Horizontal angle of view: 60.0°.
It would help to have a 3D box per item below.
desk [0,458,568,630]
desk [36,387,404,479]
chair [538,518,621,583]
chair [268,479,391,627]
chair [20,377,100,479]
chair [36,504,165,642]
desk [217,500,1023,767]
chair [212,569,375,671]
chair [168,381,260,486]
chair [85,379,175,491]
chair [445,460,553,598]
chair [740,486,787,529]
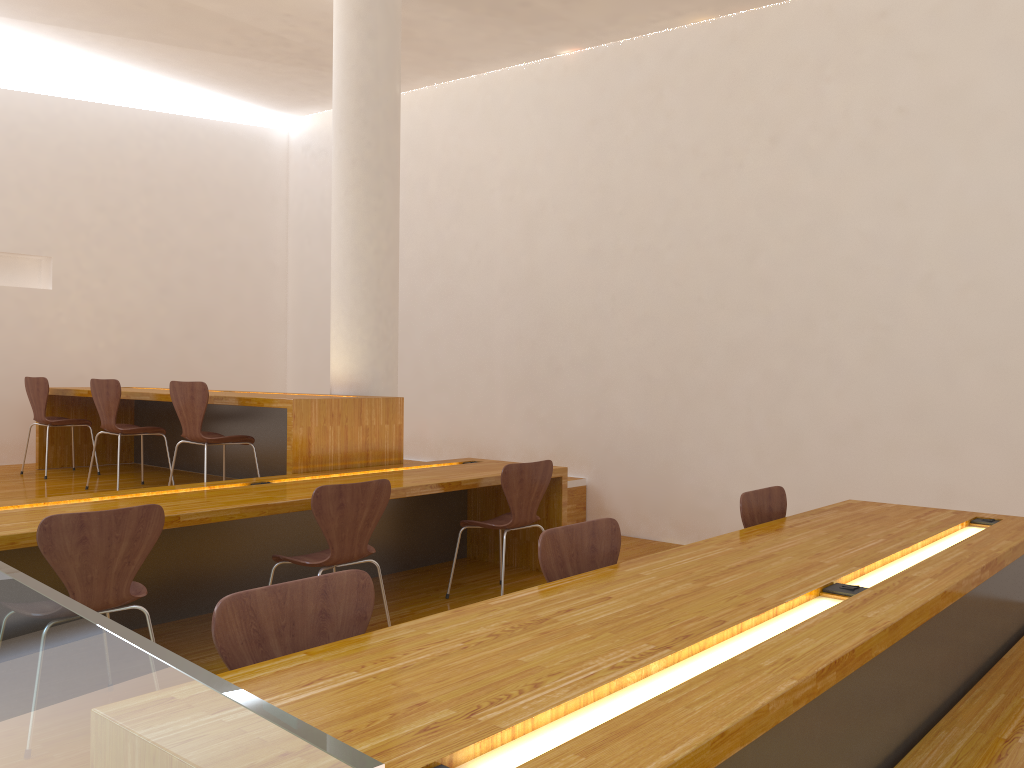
[{"bbox_3d":[-1.015,0.765,4.014,0.760,0.606,3.185,1,1,41],"label":"desk"},{"bbox_3d":[-2.076,0.353,5.828,3.185,0.606,0.760,1,1,41],"label":"desk"},{"bbox_3d":[0.320,0.750,2.441,0.381,0.693,0.428,1,1,41],"label":"chair"},{"bbox_3d":[-0.748,0.725,3.574,0.381,0.693,0.428,1,1,41],"label":"chair"},{"bbox_3d":[-3.196,0.297,6.278,0.428,0.693,0.381,1,1,41],"label":"chair"},{"bbox_3d":[-1.381,0.726,2.837,0.381,0.693,0.428,1,1,41],"label":"chair"},{"bbox_3d":[0.869,0.964,2.147,1.285,0.918,3.236,1,1,41],"label":"desk"},{"bbox_3d":[-0.312,0.752,1.704,0.381,0.693,0.428,1,1,41],"label":"chair"},{"bbox_3d":[-1.634,0.331,4.888,0.428,0.693,0.381,1,1,41],"label":"chair"},{"bbox_3d":[-2.371,0.315,5.520,0.428,0.693,0.381,1,1,41],"label":"chair"},{"bbox_3d":[-0.049,0.723,4.448,0.381,0.693,0.428,1,1,41],"label":"chair"},{"bbox_3d":[1.078,0.749,3.265,0.381,0.693,0.428,1,1,41],"label":"chair"}]
